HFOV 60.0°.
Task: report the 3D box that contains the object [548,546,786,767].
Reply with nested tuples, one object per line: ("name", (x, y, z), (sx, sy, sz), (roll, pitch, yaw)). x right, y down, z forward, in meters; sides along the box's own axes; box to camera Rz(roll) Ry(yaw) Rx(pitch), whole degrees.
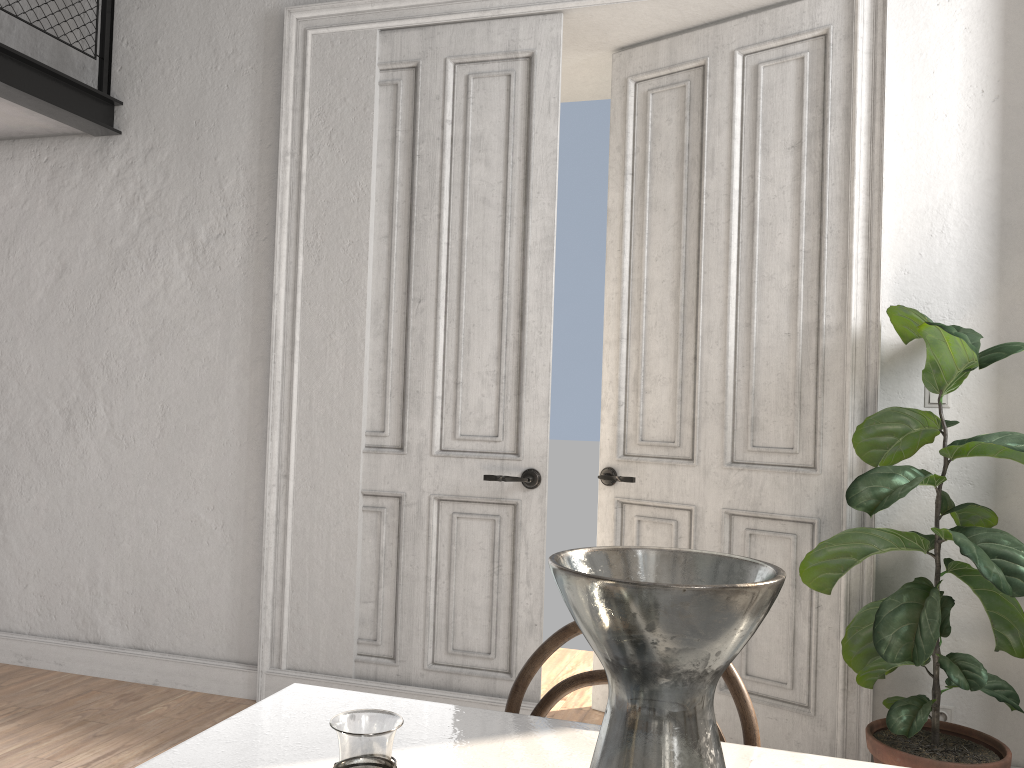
("object", (0.069, 0.280, 0.436), (0.116, 0.383, 0.116), (1, -2, 28))

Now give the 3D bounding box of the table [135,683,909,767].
("table", (-0.169, 0.847, 0.239), (1.100, 0.779, 2.201), (1, -2, 17))

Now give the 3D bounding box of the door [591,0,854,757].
("door", (0.796, -0.030, 3.449), (1.097, 2.813, 0.216), (1, -2, 42))

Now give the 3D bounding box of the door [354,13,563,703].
("door", (-0.364, -0.064, 3.632), (1.097, 2.813, 0.216), (1, -2, 18))

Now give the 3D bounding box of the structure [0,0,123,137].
("structure", (-4.613, -1.915, 1.840), (4.157, 1.213, 5.929), (1, -2, 17))

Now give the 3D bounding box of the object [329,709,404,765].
("object", (-0.113, 0.364, 0.666), (0.132, 0.219, 0.132), (2, -2, 6))

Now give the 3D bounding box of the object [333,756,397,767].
("object", (-0.068, 0.314, 0.374), (0.086, 0.301, 0.086), (2, -2, 3))

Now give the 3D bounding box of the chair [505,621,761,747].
("chair", (0.097, 0.819, 1.180), (0.438, 0.920, 0.549), (1, -2, 25))

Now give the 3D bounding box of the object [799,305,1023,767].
("object", (0.312, 0.334, 0.303), (0.792, 1.842, 5.829), (1, -2, 22))
